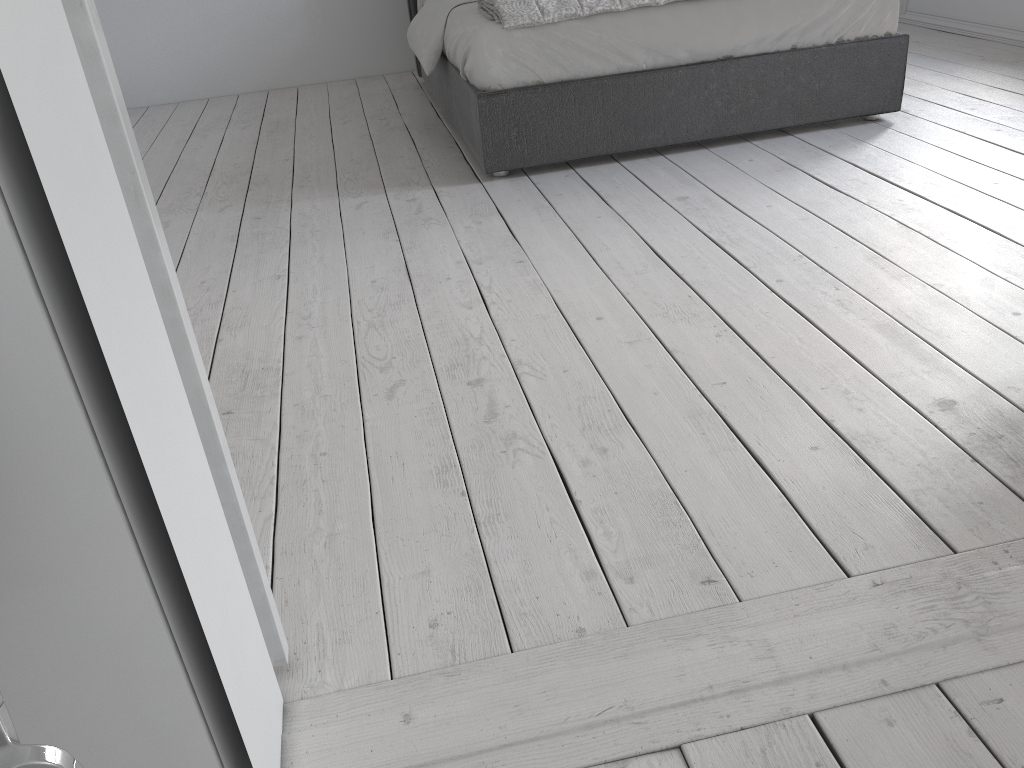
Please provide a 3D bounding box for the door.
[{"bbox_3d":[-0.751,-0.561,0.649,0.666,2.323,0.034,-10,30,-7],"label":"door"}]

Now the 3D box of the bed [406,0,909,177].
[{"bbox_3d":[0.450,-1.878,3.968,1.888,1.166,2.179,-10,30,-7],"label":"bed"}]

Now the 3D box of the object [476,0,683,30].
[{"bbox_3d":[0.612,-1.462,3.251,1.460,0.104,0.405,-10,30,-8],"label":"object"}]

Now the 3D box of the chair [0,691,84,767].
[{"bbox_3d":[-0.548,0.415,0.492,0.562,0.796,0.525,-10,30,-7],"label":"chair"}]
